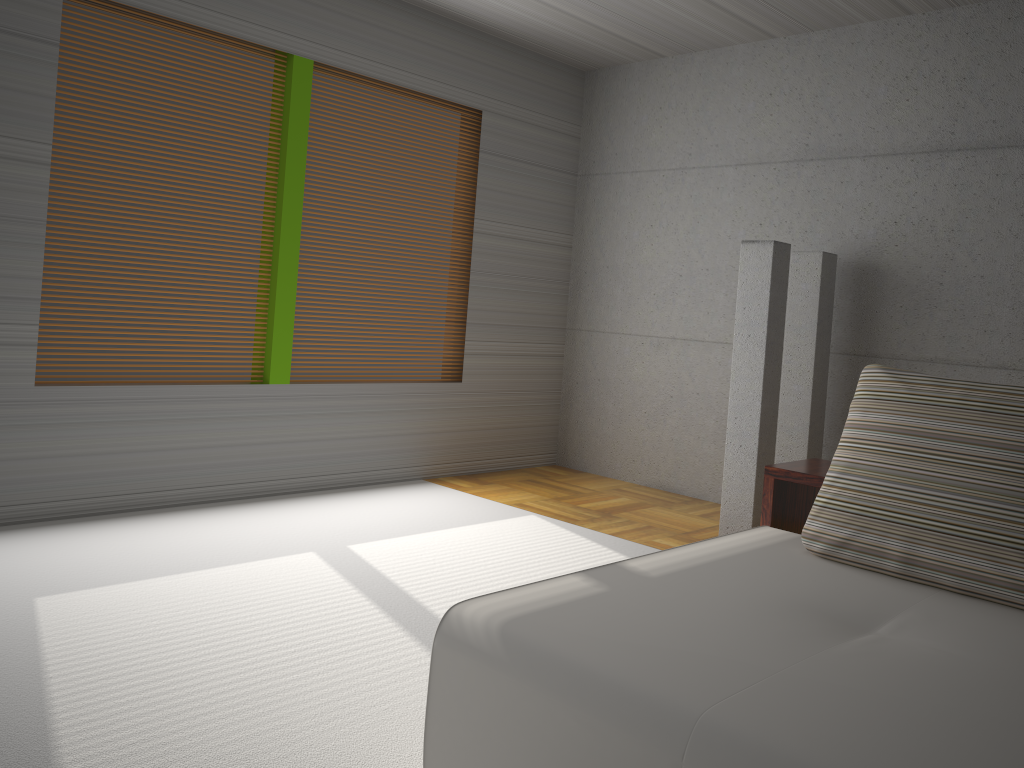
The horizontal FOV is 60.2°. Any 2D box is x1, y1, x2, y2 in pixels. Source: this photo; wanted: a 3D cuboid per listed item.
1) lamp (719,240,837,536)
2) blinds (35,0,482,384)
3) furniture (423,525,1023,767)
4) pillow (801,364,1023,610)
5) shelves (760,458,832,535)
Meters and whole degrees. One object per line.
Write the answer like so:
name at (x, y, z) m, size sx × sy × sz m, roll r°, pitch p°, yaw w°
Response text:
lamp at (1.561, 0.050, 5.143) m, size 0.201 × 1.690 × 0.796 m, roll 5°, pitch 1°, yaw 44°
blinds at (-1.397, -0.917, 5.232) m, size 0.012 × 2.043 × 3.525 m, roll 5°, pitch 3°, yaw 44°
furniture at (1.119, 0.880, 1.852) m, size 2.178 × 0.521 × 1.610 m, roll 9°, pitch 6°, yaw 44°
pillow at (1.340, 0.276, 2.641) m, size 0.804 × 0.609 × 0.489 m, roll 7°, pitch 4°, yaw 43°
shelves at (1.829, 0.776, 2.554) m, size 2.261 × 0.714 × 0.399 m, roll 9°, pitch 4°, yaw 44°
